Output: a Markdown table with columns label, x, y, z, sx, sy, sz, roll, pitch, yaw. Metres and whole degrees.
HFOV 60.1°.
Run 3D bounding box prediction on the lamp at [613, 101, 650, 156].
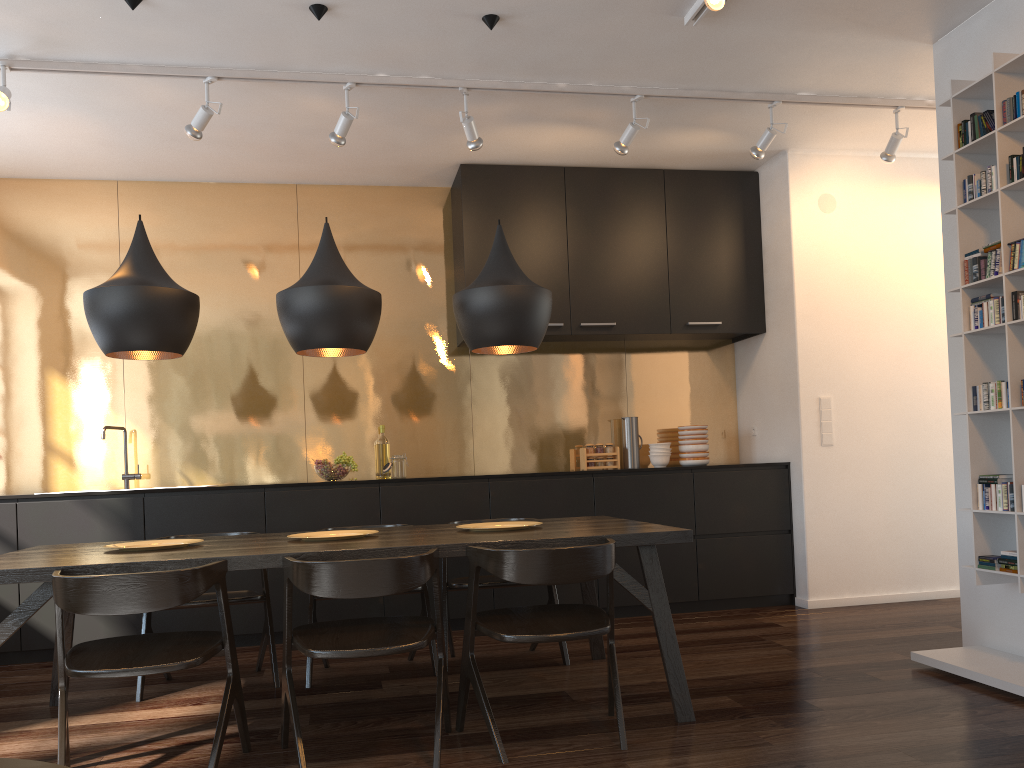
| label | x | y | z | sx | sy | sz | roll | pitch | yaw |
| --- | --- | --- | --- | --- | --- | --- | --- | --- | --- |
| lamp | 0.617 | -1.304 | 4.488 | 0.085 | 0.239 | 0.251 | -1 | -3 | -40 |

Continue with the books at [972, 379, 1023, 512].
| label | x | y | z | sx | sy | sz | roll | pitch | yaw |
| --- | --- | --- | --- | --- | --- | --- | --- | --- | --- |
| books | 1.978 | 0.232 | 3.386 | 0.122 | 0.510 | 0.471 | -2 | -3 | -11 |

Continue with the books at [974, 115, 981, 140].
| label | x | y | z | sx | sy | sz | roll | pitch | yaw |
| --- | --- | --- | --- | --- | --- | --- | --- | --- | --- |
| books | 1.876 | -1.017 | 3.510 | 0.074 | 0.099 | 0.019 | -2 | -1 | -11 |

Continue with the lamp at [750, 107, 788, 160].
| label | x | y | z | sx | sy | sz | roll | pitch | yaw |
| --- | --- | --- | --- | --- | --- | --- | --- | --- | --- |
| lamp | 1.354 | -1.320 | 4.635 | 0.085 | 0.239 | 0.251 | -1 | -3 | -35 |

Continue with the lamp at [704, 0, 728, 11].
| label | x | y | z | sx | sy | sz | roll | pitch | yaw |
| --- | --- | --- | --- | --- | --- | --- | --- | --- | --- |
| lamp | 0.790 | -1.435 | 3.151 | 0.250 | 0.239 | 0.085 | -1 | -2 | -29 |

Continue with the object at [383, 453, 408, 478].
| label | x | y | z | sx | sy | sz | roll | pitch | yaw |
| --- | --- | --- | --- | --- | --- | --- | --- | --- | --- |
| object | -0.713 | 0.505 | 5.450 | 0.176 | 0.151 | 0.088 | 0 | -3 | -34 |

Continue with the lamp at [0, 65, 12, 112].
| label | x | y | z | sx | sy | sz | roll | pitch | yaw |
| --- | --- | --- | --- | --- | --- | --- | --- | --- | --- |
| lamp | -2.190 | -1.254 | 3.781 | 0.085 | 0.239 | 0.251 | -2 | -3 | -24 |

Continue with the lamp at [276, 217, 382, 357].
| label | x | y | z | sx | sy | sz | roll | pitch | yaw |
| --- | --- | --- | --- | --- | --- | --- | --- | --- | --- |
| lamp | -0.727 | -0.393 | 3.510 | 0.410 | 0.540 | 0.412 | -1 | -3 | -35 |

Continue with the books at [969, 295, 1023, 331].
| label | x | y | z | sx | sy | sz | roll | pitch | yaw |
| --- | --- | --- | --- | --- | --- | --- | --- | --- | --- |
| books | 1.961 | -0.292 | 3.395 | 0.122 | 0.112 | 0.469 | -2 | -5 | -11 |

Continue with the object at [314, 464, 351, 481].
| label | x | y | z | sx | sy | sz | roll | pitch | yaw |
| --- | --- | --- | --- | --- | --- | --- | --- | --- | --- |
| object | -1.050 | 0.522 | 5.193 | 0.219 | 0.096 | 0.219 | -6 | -6 | 36 |

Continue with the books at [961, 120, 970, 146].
| label | x | y | z | sx | sy | sz | roll | pitch | yaw |
| --- | --- | --- | --- | --- | --- | --- | --- | --- | --- |
| books | 1.860 | -1.013 | 3.585 | 0.069 | 0.107 | 0.023 | -2 | -1 | -11 |

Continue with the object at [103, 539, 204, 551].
| label | x | y | z | sx | sy | sz | roll | pitch | yaw |
| --- | --- | --- | --- | --- | --- | --- | --- | --- | --- |
| object | -1.361 | 0.615 | 3.367 | 0.355 | 0.016 | 0.357 | -2 | -5 | -8 |

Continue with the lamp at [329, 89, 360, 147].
| label | x | y | z | sx | sy | sz | roll | pitch | yaw |
| --- | --- | --- | --- | --- | --- | --- | --- | --- | --- |
| lamp | -0.783 | -1.272 | 4.211 | 0.085 | 0.239 | 0.251 | -1 | -3 | -45 |

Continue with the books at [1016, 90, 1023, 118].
| label | x | y | z | sx | sy | sz | roll | pitch | yaw |
| --- | --- | --- | --- | --- | --- | --- | --- | --- | --- |
| books | 1.956 | -1.046 | 3.255 | 0.101 | 0.110 | 0.161 | -2 | -4 | -11 |

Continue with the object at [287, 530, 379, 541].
| label | x | y | z | sx | sy | sz | roll | pitch | yaw |
| --- | --- | --- | --- | --- | --- | --- | --- | --- | --- |
| object | -0.706 | 0.600 | 3.496 | 0.355 | 0.016 | 0.357 | 1 | -6 | -30 |

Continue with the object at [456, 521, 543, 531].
| label | x | y | z | sx | sy | sz | roll | pitch | yaw |
| --- | --- | --- | --- | --- | --- | --- | --- | --- | --- |
| object | -0.051 | 0.585 | 3.624 | 0.355 | 0.016 | 0.357 | -2 | -5 | -8 |

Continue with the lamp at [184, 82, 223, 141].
| label | x | y | z | sx | sy | sz | roll | pitch | yaw |
| --- | --- | --- | --- | --- | --- | --- | --- | --- | --- |
| lamp | -1.409 | -1.260 | 4.080 | 0.252 | 0.238 | 0.085 | -4 | -2 | 29 |

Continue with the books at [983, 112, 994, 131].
| label | x | y | z | sx | sy | sz | roll | pitch | yaw |
| --- | --- | --- | --- | --- | --- | --- | --- | --- | --- |
| books | 1.889 | -1.022 | 3.452 | 0.069 | 0.098 | 0.058 | -2 | -2 | -11 |

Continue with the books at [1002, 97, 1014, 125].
| label | x | y | z | sx | sy | sz | roll | pitch | yaw |
| --- | --- | --- | --- | --- | --- | --- | --- | --- | --- |
| books | 1.953 | -0.929 | 3.289 | 0.107 | 0.332 | 0.229 | -2 | -2 | -11 |

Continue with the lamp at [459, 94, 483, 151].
| label | x | y | z | sx | sy | sz | roll | pitch | yaw |
| --- | --- | --- | --- | --- | --- | --- | --- | --- | --- |
| lamp | 0.120 | -0.428 | 5.037 | 0.089 | 1.842 | 1.837 | -3 | -3 | 23 |

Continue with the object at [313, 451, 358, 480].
| label | x | y | z | sx | sy | sz | roll | pitch | yaw |
| --- | --- | --- | --- | --- | --- | --- | --- | --- | --- |
| object | -1.038 | 0.482 | 5.183 | 0.239 | 0.172 | 0.178 | 0 | -4 | -26 |

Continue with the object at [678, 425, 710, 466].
| label | x | y | z | sx | sy | sz | roll | pitch | yaw |
| --- | --- | --- | --- | --- | --- | --- | --- | --- | --- |
| object | 1.213 | 0.412 | 5.903 | 0.198 | 0.264 | 0.198 | 0 | -3 | -37 |

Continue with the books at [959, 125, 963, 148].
| label | x | y | z | sx | sy | sz | roll | pitch | yaw |
| --- | --- | --- | --- | --- | --- | --- | --- | --- | --- |
| books | 1.858 | -1.004 | 3.603 | 0.069 | 0.092 | 0.014 | -2 | -1 | -11 |

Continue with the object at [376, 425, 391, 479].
| label | x | y | z | sx | sy | sz | roll | pitch | yaw |
| --- | --- | --- | --- | --- | --- | --- | --- | --- | --- |
| object | -0.815 | 0.429 | 5.596 | 0.092 | 0.339 | 0.092 | -1 | -2 | -44 |

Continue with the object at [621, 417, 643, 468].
| label | x | y | z | sx | sy | sz | roll | pitch | yaw |
| --- | --- | --- | --- | --- | --- | --- | --- | --- | --- |
| object | 0.807 | 0.391 | 5.904 | 0.164 | 0.339 | 0.114 | -2 | -1 | -8 |

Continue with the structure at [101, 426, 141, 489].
| label | x | y | z | sx | sy | sz | roll | pitch | yaw |
| --- | --- | --- | --- | --- | --- | --- | --- | --- | --- |
| structure | -2.286 | 0.439 | 5.187 | 0.109 | 0.384 | 0.266 | -2 | -2 | 4 |

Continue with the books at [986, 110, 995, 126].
| label | x | y | z | sx | sy | sz | roll | pitch | yaw |
| --- | --- | --- | --- | --- | --- | --- | --- | --- | --- |
| books | 1.892 | -1.024 | 3.434 | 0.069 | 0.098 | 0.058 | -2 | -2 | -11 |

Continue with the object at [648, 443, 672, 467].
| label | x | y | z | sx | sy | sz | roll | pitch | yaw |
| --- | --- | --- | --- | --- | --- | --- | --- | --- | --- |
| object | 0.985 | 0.471 | 5.880 | 0.158 | 0.160 | 0.154 | -3 | -3 | 17 |

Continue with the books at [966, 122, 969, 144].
| label | x | y | z | sx | sy | sz | roll | pitch | yaw |
| --- | --- | --- | --- | --- | --- | --- | --- | --- | --- |
| books | 1.866 | -1.007 | 3.567 | 0.069 | 0.092 | 0.014 | -2 | -1 | -11 |

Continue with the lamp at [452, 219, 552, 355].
| label | x | y | z | sx | sy | sz | roll | pitch | yaw |
| --- | --- | --- | --- | --- | --- | --- | --- | --- | --- |
| lamp | -0.042 | -0.408 | 3.645 | 0.412 | 0.540 | 0.411 | -4 | -3 | 36 |

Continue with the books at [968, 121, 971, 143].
| label | x | y | z | sx | sy | sz | roll | pitch | yaw |
| --- | --- | --- | --- | --- | --- | --- | --- | --- | --- |
| books | 1.870 | -1.009 | 3.553 | 0.069 | 0.092 | 0.014 | -2 | -1 | -11 |

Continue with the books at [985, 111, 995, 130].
| label | x | y | z | sx | sy | sz | roll | pitch | yaw |
| --- | --- | --- | --- | --- | --- | --- | --- | --- | --- |
| books | 1.891 | -1.023 | 3.443 | 0.069 | 0.098 | 0.058 | -2 | -2 | -11 |

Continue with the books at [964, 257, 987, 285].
| label | x | y | z | sx | sy | sz | roll | pitch | yaw |
| --- | --- | --- | --- | --- | --- | --- | --- | --- | --- |
| books | 1.903 | -0.458 | 3.576 | 0.096 | 0.104 | 0.102 | -2 | -3 | -11 |

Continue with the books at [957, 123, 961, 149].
| label | x | y | z | sx | sy | sz | roll | pitch | yaw |
| --- | --- | --- | --- | --- | --- | --- | --- | --- | --- |
| books | 1.858 | -1.010 | 3.619 | 0.069 | 0.107 | 0.016 | -2 | -1 | -11 |

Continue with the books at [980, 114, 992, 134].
| label | x | y | z | sx | sy | sz | roll | pitch | yaw |
| --- | --- | --- | --- | --- | --- | --- | --- | --- | --- |
| books | 1.884 | -1.017 | 3.469 | 0.069 | 0.091 | 0.046 | -2 | -2 | -11 |

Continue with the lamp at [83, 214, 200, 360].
| label | x | y | z | sx | sy | sz | roll | pitch | yaw |
| --- | --- | --- | --- | --- | --- | --- | --- | --- | --- |
| lamp | -1.411 | -0.377 | 3.376 | 0.411 | 0.540 | 0.411 | -3 | -3 | 22 |

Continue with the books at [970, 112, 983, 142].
| label | x | y | z | sx | sy | sz | roll | pitch | yaw |
| --- | --- | --- | --- | --- | --- | --- | --- | --- | --- |
| books | 1.873 | -1.022 | 3.534 | 0.074 | 0.115 | 0.029 | -2 | -1 | -11 |

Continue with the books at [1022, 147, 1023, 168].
| label | x | y | z | sx | sy | sz | roll | pitch | yaw |
| --- | --- | --- | --- | --- | --- | --- | --- | --- | --- |
| books | 1.932 | -0.822 | 3.273 | 0.074 | 0.115 | 0.029 | -2 | -1 | -11 |

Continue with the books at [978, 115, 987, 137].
| label | x | y | z | sx | sy | sz | roll | pitch | yaw |
| --- | --- | --- | --- | --- | --- | --- | --- | --- | --- |
| books | 1.881 | -1.015 | 3.492 | 0.069 | 0.093 | 0.028 | -2 | -1 | -11 |
